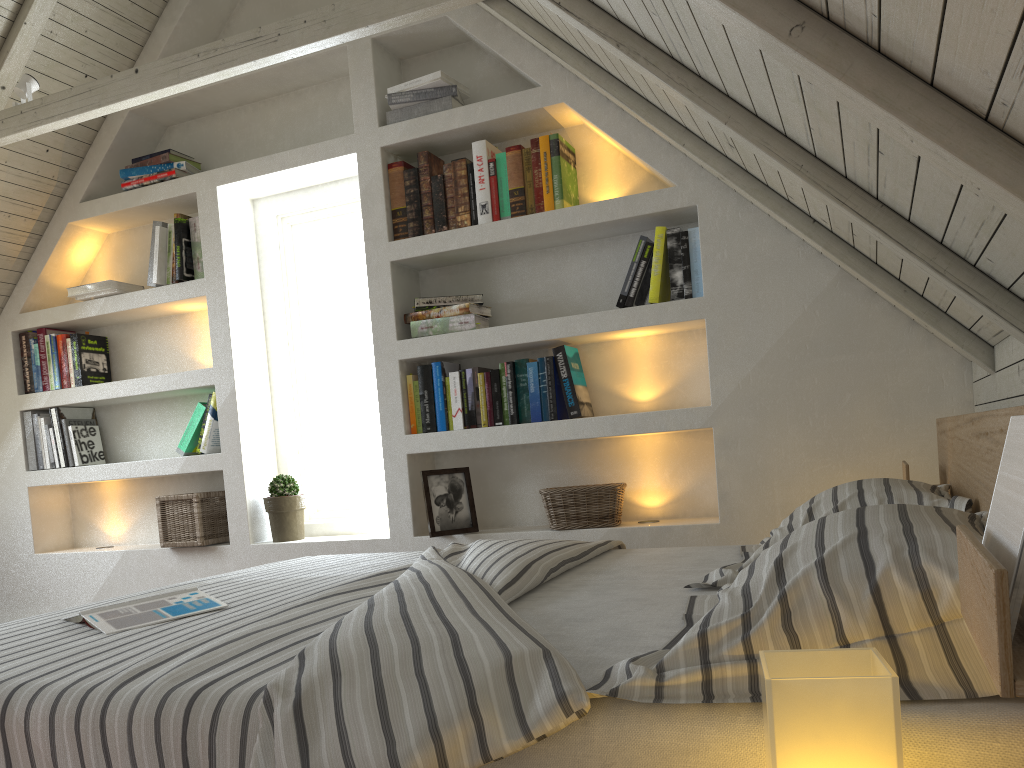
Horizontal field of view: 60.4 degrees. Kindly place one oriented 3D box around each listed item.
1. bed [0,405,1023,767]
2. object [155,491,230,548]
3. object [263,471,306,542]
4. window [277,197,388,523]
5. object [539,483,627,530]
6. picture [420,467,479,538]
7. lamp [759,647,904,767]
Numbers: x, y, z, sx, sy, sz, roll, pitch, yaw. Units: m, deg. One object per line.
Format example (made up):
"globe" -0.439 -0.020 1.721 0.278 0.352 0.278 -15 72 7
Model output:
"bed" -0.079 0.492 1.696 1.885 0.706 1.866 -6 -4 23
"object" -1.237 0.528 3.451 0.205 0.201 0.204 -5 -1 22
"object" -0.855 0.457 3.322 0.160 0.272 0.159 -4 1 15
"window" -1.940 -0.099 2.865 3.094 1.378 1.401 -5 -1 0
"object" 0.234 0.396 2.851 0.283 0.134 0.177 -5 -2 14
"picture" -0.225 0.398 2.975 0.173 0.224 0.127 -5 1 -28
"lamp" 0.246 0.337 0.672 0.090 0.253 0.089 -4 2 13
